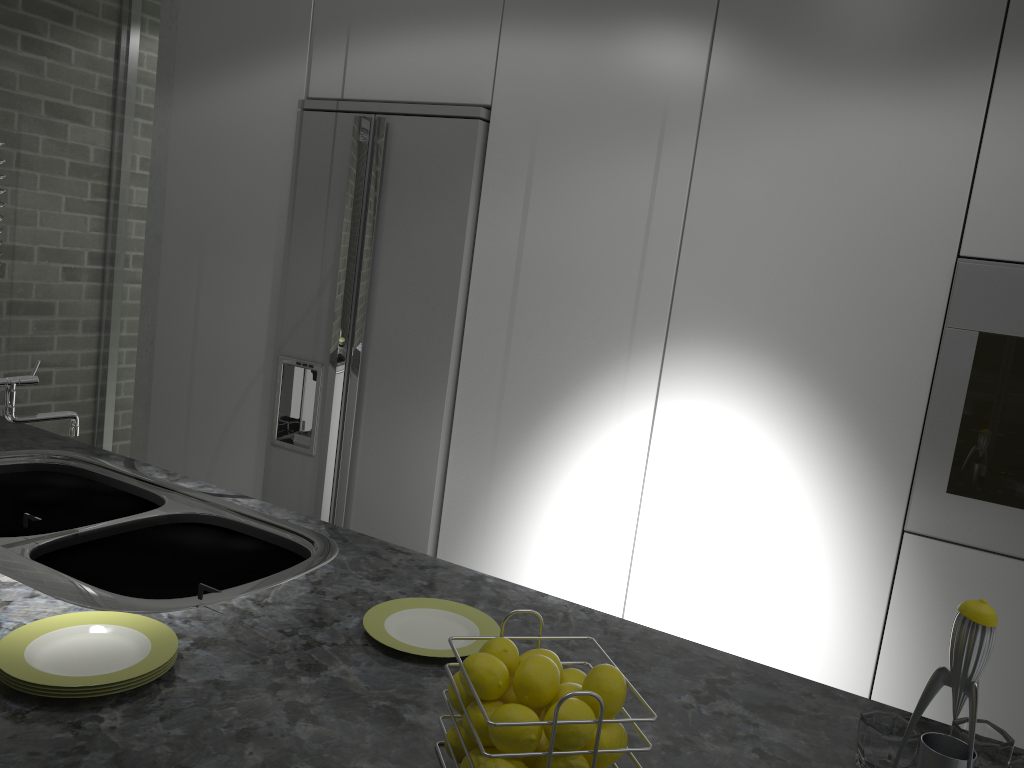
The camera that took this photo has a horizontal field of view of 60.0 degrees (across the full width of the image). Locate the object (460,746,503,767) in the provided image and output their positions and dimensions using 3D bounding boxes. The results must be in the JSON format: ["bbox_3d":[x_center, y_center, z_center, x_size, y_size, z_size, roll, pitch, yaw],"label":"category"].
[{"bbox_3d":[-0.023,0.434,0.987,0.064,0.063,0.074,14,10,38],"label":"object"}]

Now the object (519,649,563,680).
[{"bbox_3d":[0.032,0.347,1.075,0.063,0.051,0.053,3,9,-26],"label":"object"}]

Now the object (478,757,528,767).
[{"bbox_3d":[-0.012,0.417,0.928,0.061,0.054,0.052,7,8,-5],"label":"object"}]

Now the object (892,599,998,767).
[{"bbox_3d":[0.525,0.384,1.032,0.088,0.288,0.101,2,10,-32],"label":"object"}]

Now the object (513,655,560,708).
[{"bbox_3d":[0.028,0.337,1.007,0.051,0.053,0.063,10,9,19],"label":"object"}]

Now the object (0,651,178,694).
[{"bbox_3d":[-0.553,0.358,1.159,0.217,0.017,0.216,3,9,-29],"label":"object"}]

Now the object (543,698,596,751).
[{"bbox_3d":[0.062,0.364,0.950,0.051,0.053,0.063,12,9,30],"label":"object"}]

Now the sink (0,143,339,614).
[{"bbox_3d":[-0.802,0.029,1.691,0.987,1.023,0.546,12,9,27],"label":"sink"}]

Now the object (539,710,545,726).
[{"bbox_3d":[0.051,0.427,1.099,0.061,0.053,0.053,3,9,-27],"label":"object"}]

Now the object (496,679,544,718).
[{"bbox_3d":[0.007,0.374,1.042,0.064,0.053,0.051,10,9,20],"label":"object"}]

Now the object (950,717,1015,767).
[{"bbox_3d":[0.613,0.487,1.166,0.064,0.070,0.063,4,9,-24],"label":"object"}]

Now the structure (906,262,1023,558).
[{"bbox_3d":[1.341,0.099,2.041,0.692,0.680,0.036,12,9,27],"label":"structure"}]

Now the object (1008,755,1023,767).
[{"bbox_3d":[0.633,0.503,1.076,0.064,0.070,0.063,13,10,35],"label":"object"}]

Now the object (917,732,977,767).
[{"bbox_3d":[0.501,0.473,1.038,0.060,0.106,0.060,11,9,21],"label":"object"}]

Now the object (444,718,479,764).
[{"bbox_3d":[-0.049,0.417,1.040,0.060,0.057,0.052,10,9,19],"label":"object"}]

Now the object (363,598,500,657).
[{"bbox_3d":[-0.125,0.385,1.391,0.217,0.017,0.216,2,10,-36],"label":"object"}]

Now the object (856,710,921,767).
[{"bbox_3d":[0.484,0.473,1.151,0.064,0.070,0.063,4,9,-24],"label":"object"}]

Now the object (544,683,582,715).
[{"bbox_3d":[0.066,0.371,1.023,0.055,0.051,0.061,9,8,12],"label":"object"}]

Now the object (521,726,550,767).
[{"bbox_3d":[0.038,0.405,0.976,0.051,0.053,0.062,11,9,26],"label":"object"}]

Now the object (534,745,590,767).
[{"bbox_3d":[0.054,0.415,0.951,0.061,0.055,0.051,7,8,-3],"label":"object"}]

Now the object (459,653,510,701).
[{"bbox_3d":[-0.031,0.332,1.006,0.053,0.051,0.063,4,9,-25],"label":"object"}]

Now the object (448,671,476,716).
[{"bbox_3d":[-0.049,0.367,1.052,0.053,0.051,0.063,6,8,-13],"label":"object"}]

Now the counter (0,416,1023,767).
[{"bbox_3d":[-0.370,0.851,1.386,4.400,0.960,0.900,12,9,27],"label":"counter"}]

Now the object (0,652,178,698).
[{"bbox_3d":[-0.553,0.362,1.159,0.217,0.017,0.216,3,9,-29],"label":"object"}]

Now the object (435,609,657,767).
[{"bbox_3d":[0.032,0.381,1.009,0.189,0.174,0.207,5,8,-17],"label":"object"}]

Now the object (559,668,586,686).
[{"bbox_3d":[0.068,0.379,1.091,0.060,0.055,0.053,3,9,-29],"label":"object"}]

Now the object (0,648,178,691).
[{"bbox_3d":[-0.552,0.353,1.158,0.217,0.017,0.216,3,9,-29],"label":"object"}]

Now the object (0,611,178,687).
[{"bbox_3d":[-0.551,0.348,1.157,0.217,0.017,0.216,3,9,-29],"label":"object"}]

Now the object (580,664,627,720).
[{"bbox_3d":[0.104,0.349,1.002,0.050,0.060,0.059,10,8,17],"label":"object"}]

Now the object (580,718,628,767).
[{"bbox_3d":[0.100,0.400,0.989,0.061,0.054,0.053,4,9,-26],"label":"object"}]

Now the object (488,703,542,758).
[{"bbox_3d":[0.003,0.369,0.947,0.061,0.052,0.053,12,9,31],"label":"object"}]

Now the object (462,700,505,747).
[{"bbox_3d":[-0.025,0.380,0.996,0.062,0.053,0.052,6,8,-10],"label":"object"}]

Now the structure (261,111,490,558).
[{"bbox_3d":[-0.518,0.049,3.082,0.743,1.900,0.160,12,9,27],"label":"structure"}]

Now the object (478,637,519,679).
[{"bbox_3d":[-0.018,0.331,1.057,0.052,0.060,0.057,8,8,6],"label":"object"}]
